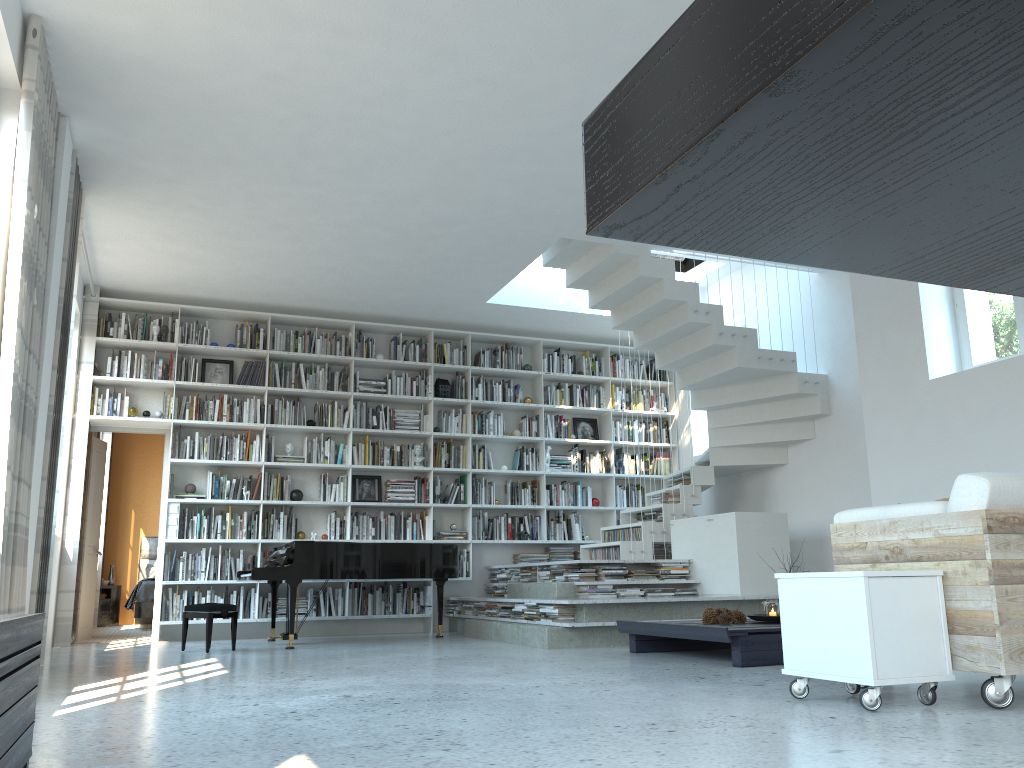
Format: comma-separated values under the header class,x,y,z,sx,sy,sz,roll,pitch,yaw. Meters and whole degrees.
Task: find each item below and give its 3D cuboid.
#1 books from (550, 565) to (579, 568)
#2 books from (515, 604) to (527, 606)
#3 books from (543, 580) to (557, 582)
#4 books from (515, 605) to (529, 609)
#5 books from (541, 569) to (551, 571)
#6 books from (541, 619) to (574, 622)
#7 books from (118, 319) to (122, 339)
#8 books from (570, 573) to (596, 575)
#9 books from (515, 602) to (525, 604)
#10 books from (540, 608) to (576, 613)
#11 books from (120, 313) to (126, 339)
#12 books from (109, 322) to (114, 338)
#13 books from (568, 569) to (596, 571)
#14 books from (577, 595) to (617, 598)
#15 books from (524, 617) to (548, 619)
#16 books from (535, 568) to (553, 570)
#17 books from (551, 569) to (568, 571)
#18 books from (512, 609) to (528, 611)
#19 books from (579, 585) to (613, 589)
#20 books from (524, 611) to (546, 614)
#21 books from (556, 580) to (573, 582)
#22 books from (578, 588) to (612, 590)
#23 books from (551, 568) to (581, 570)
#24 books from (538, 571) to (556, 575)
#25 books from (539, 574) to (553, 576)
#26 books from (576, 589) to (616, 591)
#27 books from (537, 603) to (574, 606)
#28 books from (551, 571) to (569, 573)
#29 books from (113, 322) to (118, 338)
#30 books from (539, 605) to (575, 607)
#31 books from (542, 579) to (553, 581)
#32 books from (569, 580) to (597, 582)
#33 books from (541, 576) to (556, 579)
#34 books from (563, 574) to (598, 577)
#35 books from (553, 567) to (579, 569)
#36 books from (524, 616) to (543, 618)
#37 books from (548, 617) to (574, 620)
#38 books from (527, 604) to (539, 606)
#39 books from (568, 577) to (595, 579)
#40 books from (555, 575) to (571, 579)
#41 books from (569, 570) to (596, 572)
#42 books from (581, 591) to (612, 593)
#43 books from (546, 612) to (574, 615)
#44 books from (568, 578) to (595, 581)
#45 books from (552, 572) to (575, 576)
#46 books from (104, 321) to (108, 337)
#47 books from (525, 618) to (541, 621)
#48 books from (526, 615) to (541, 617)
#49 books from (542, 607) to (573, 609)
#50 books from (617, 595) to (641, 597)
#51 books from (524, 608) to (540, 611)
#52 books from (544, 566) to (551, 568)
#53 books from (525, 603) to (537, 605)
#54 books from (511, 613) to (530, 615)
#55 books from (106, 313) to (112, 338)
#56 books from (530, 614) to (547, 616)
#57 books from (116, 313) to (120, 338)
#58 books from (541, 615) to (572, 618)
class,x,y,z,sx,sy,sz,roll,pitch,yaw
books,0.467,1.607,7.817,0.189,0.022,0.238,3,-13,-16
books,0.133,1.823,7.331,0.139,0.013,0.289,3,-13,-16
books,0.382,1.797,8.078,0.132,0.016,0.263,3,-13,-16
books,0.135,1.843,7.328,0.141,0.028,0.223,5,-14,-26
books,0.376,1.701,8.097,0.145,0.017,0.209,5,-14,-26
books,0.345,1.799,6.754,0.184,0.017,0.230,4,-13,-19
books,-3.728,-0.488,8.432,0.024,0.226,0.157,4,-13,-21
books,0.605,1.620,7.565,0.137,0.012,0.243,4,-14,-20
books,0.133,1.810,7.334,0.157,0.014,0.216,4,-13,-19
books,0.349,1.728,6.771,0.156,0.027,0.288,5,-14,-26
books,-3.700,-0.515,8.438,0.028,0.283,0.189,4,-13,-21
books,-3.783,-0.476,8.387,0.028,0.186,0.182,4,-13,-21
books,0.597,1.587,7.568,0.149,0.014,0.229,5,-14,-23
books,0.699,1.751,7.311,0.262,0.023,0.200,5,-14,-23
books,0.234,1.851,7.033,0.178,0.009,0.277,5,-14,-23
books,0.354,1.685,8.092,0.192,0.014,0.257,5,-14,-25
books,0.480,1.639,7.815,0.168,0.013,0.282,5,-14,-24
books,0.122,1.863,7.318,0.180,0.016,0.183,5,-14,-24
books,0.692,1.679,7.342,0.234,0.025,0.158,5,-14,-26
books,0.230,1.814,7.040,0.191,0.015,0.246,4,-14,-20
books,0.491,1.730,7.800,0.142,0.020,0.231,3,-13,-16
books,0.687,1.699,7.350,0.257,0.010,0.132,3,-13,-17
books,0.481,1.630,7.818,0.171,0.007,0.261,5,-14,-23
books,0.367,1.723,8.089,0.174,0.029,0.250,5,-14,-23
books,0.363,1.744,8.082,0.178,0.015,0.188,3,-13,-16
books,0.692,1.707,7.337,0.292,0.012,0.159,3,-13,-18
books,0.335,1.683,6.775,0.192,0.014,0.257,5,-14,-25
books,0.478,1.655,7.811,0.187,0.009,0.251,4,-14,-21
books,-3.765,-0.473,8.422,0.031,0.195,0.145,4,-13,-21
books,0.342,1.695,6.775,0.176,0.010,0.266,5,-14,-25
books,0.390,1.783,8.085,0.136,0.013,0.258,4,-14,-21
books,0.604,1.676,7.552,0.144,0.009,0.250,4,-14,-21
books,0.374,1.764,8.082,0.167,0.024,0.192,4,-14,-20
books,0.582,1.631,7.553,0.185,0.014,0.298,4,-14,-22
books,0.480,1.622,7.819,0.170,0.008,0.208,3,-13,-18
books,0.228,1.844,7.033,0.191,0.006,0.275,4,-13,-19
books,0.372,1.785,6.768,0.132,0.014,0.205,4,-14,-21
books,0.230,1.757,7.052,0.178,0.010,0.196,3,-13,-16
books,0.595,1.651,7.554,0.152,0.015,0.208,5,-14,-24
books,0.492,1.700,7.807,0.155,0.028,0.190,4,-14,-20
books,0.600,1.599,7.567,0.132,0.009,0.270,3,-13,-17
books,0.693,1.718,7.331,0.210,0.012,0.168,3,-13,-17
books,0.368,1.752,6.773,0.137,0.019,0.225,4,-14,-20
books,0.589,1.664,7.549,0.161,0.014,0.212,3,-13,-17
books,0.483,1.673,7.809,0.177,0.026,0.230,4,-14,-21
books,-3.833,-0.482,8.374,0.024,0.194,0.167,4,-13,-21
books,0.225,1.863,7.027,0.191,0.016,0.209,3,-13,-16
books,0.242,1.839,7.039,0.170,0.006,0.269,4,-14,-21
books,0.348,1.708,6.775,0.165,0.015,0.243,3,-13,-17
books,0.954,1.779,7.436,0.208,0.015,0.153,5,-14,-23
books,0.232,1.791,7.046,0.168,0.013,0.282,5,-14,-26
books,0.382,1.673,8.106,0.134,0.014,0.181,3,-13,-16
books,0.229,1.745,7.055,0.182,0.016,0.257,3,-13,-18
books,0.119,1.894,7.310,0.189,0.013,0.215,5,-14,-23
books,-3.808,-0.518,8.385,0.025,0.268,0.177,4,-13,-21
books,0.250,1.830,7.044,0.154,0.014,0.197,4,-14,-21
books,-3.741,-0.517,8.423,0.010,0.280,0.161,4,-13,-21
books,0.338,1.767,6.758,0.187,0.017,0.206,3,-13,-16
